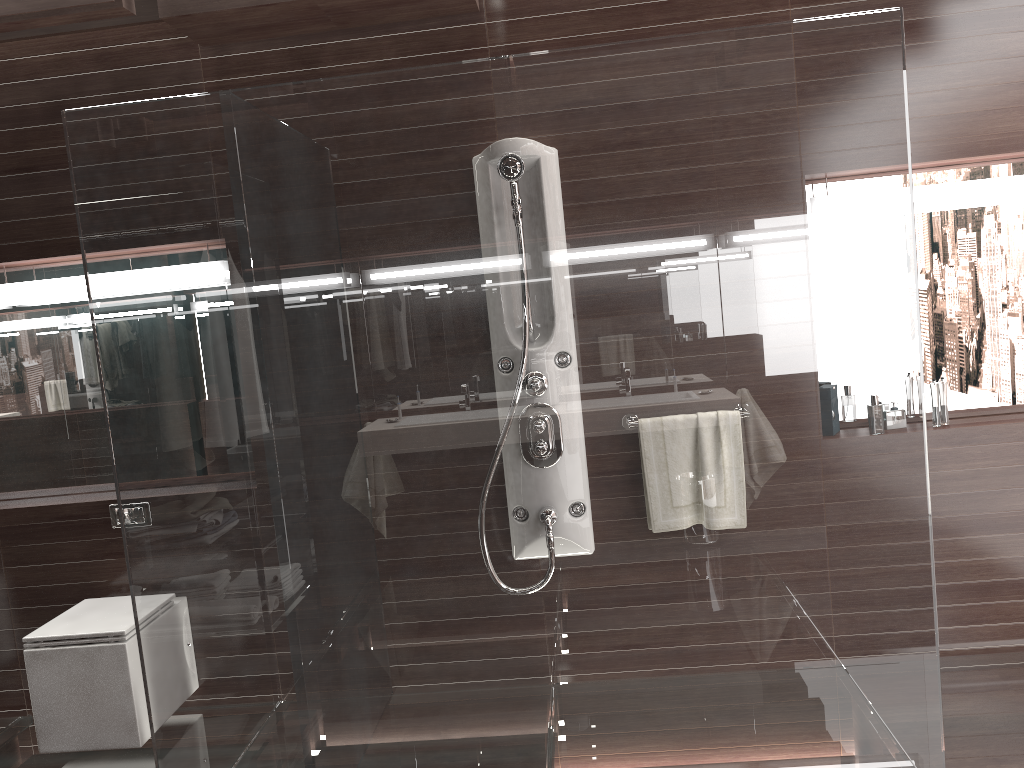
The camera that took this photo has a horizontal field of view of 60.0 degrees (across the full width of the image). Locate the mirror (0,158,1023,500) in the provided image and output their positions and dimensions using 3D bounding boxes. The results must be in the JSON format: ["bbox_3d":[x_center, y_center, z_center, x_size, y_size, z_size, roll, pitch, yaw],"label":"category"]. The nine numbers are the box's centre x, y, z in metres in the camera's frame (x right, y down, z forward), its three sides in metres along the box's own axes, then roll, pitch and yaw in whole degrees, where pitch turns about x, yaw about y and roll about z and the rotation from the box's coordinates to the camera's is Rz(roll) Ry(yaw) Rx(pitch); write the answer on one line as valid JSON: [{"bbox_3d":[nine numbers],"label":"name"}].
[{"bbox_3d":[-0.615,0.070,1.362,5.081,0.916,4.126,-5,5,5],"label":"mirror"}]

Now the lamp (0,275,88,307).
[{"bbox_3d":[-1.525,-0.378,3.360,0.950,0.082,0.082,-5,5,5],"label":"lamp"}]

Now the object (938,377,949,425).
[{"bbox_3d":[1.541,0.060,3.166,0.033,0.172,0.030,-2,7,35],"label":"object"}]

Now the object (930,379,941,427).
[{"bbox_3d":[1.504,0.066,3.149,0.033,0.172,0.030,-9,6,-32],"label":"object"}]

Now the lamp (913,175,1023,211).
[{"bbox_3d":[1.518,-0.660,3.109,0.950,0.082,0.082,-5,5,5],"label":"lamp"}]
